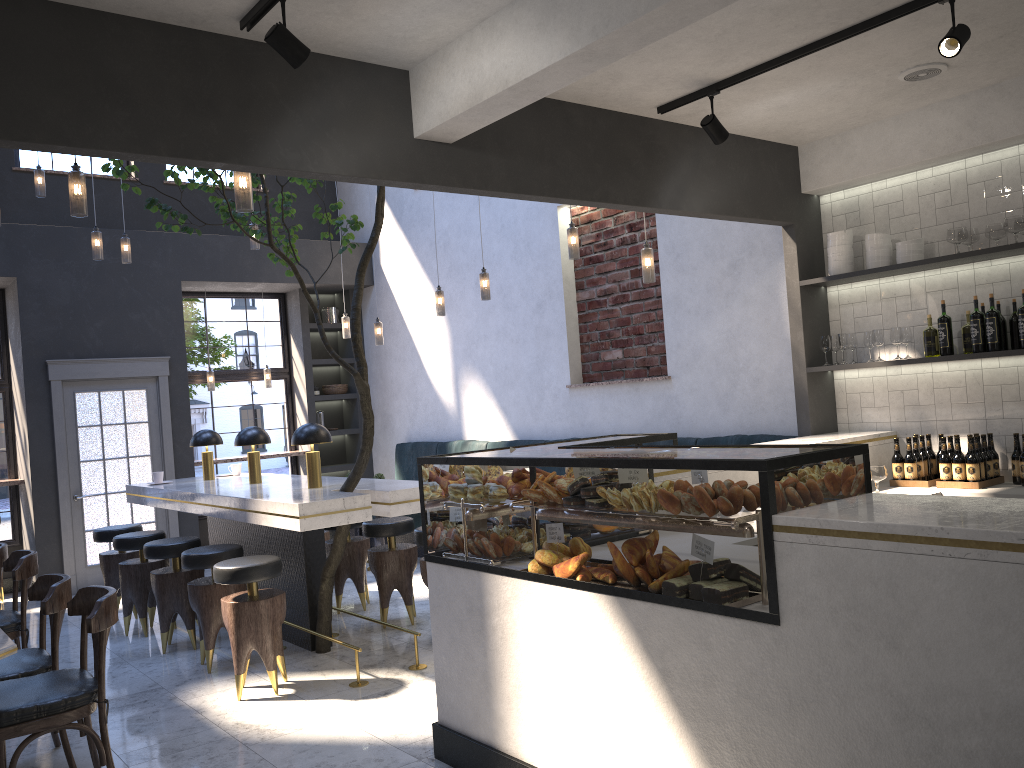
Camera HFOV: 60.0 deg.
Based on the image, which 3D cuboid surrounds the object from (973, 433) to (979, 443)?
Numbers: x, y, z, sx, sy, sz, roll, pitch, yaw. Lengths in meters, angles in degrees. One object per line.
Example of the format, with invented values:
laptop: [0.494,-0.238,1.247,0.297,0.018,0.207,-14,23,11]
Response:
object: [2.632,0.419,5.006,0.069,0.279,0.070,-5,-1,29]

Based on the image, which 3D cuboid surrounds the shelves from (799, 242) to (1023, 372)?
shelves: [3.058,-0.479,4.282,0.300,0.580,3.602,-4,-1,-38]

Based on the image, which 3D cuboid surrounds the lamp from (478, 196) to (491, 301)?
lamp: [-0.366,-2.727,7.200,0.078,4.104,0.078,-4,-1,15]

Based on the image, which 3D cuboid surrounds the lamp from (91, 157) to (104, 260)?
lamp: [-3.451,-3.038,7.082,0.078,4.104,0.078,-5,-1,37]

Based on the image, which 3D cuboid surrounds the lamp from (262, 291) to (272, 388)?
lamp: [-2.858,-0.667,10.216,0.078,1.429,0.078,-4,-1,-8]

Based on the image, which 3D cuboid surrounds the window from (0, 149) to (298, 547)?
window: [-0.751,-1.482,4.431,6.403,5.364,12.715,-4,-1,-38]

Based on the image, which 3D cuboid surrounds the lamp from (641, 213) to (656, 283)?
lamp: [0.738,-2.706,5.779,0.078,4.104,0.078,-5,-1,37]

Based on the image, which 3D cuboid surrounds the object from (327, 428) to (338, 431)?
object: [-2.141,0.545,10.590,0.130,0.026,0.130,-5,-1,35]

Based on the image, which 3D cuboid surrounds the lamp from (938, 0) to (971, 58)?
lamp: [1.726,-1.387,3.467,0.157,0.235,0.087,-4,-1,-44]

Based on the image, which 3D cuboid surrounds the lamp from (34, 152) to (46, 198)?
lamp: [-4.089,-3.613,7.423,0.078,4.104,0.078,-5,-1,37]

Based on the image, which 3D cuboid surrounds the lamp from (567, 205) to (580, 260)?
lamp: [0.291,-2.938,6.335,0.078,4.104,0.078,-5,-1,37]

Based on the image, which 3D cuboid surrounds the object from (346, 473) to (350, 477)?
object: [-1.632,0.975,9.012,0.122,0.165,0.118,-5,-1,30]

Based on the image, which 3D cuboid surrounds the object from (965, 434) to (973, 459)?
object: [2.572,0.422,4.960,0.070,0.279,0.069,-4,-1,-31]

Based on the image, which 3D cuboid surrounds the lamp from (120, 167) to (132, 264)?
lamp: [-3.539,-3.110,7.812,0.078,4.104,0.078,-5,-1,37]

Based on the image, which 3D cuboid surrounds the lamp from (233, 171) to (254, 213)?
lamp: [-1.382,-2.840,4.089,0.078,4.104,0.078,-4,-1,-8]

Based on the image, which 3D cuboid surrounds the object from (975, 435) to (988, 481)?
object: [2.559,0.421,4.855,0.070,0.279,0.069,-4,-1,-36]

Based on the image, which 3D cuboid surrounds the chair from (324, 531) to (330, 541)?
chair: [-1.708,1.416,7.402,0.372,0.737,0.370,-4,-1,6]

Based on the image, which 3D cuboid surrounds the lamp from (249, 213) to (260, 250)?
lamp: [-2.448,-3.252,7.938,0.078,4.104,0.078,-5,-1,37]

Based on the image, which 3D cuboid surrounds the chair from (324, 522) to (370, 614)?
chair: [-1.281,1.374,6.847,0.372,0.737,0.370,-4,-1,6]

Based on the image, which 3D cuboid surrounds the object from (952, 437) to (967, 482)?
object: [2.454,0.430,4.869,0.069,0.279,0.070,-5,-1,29]

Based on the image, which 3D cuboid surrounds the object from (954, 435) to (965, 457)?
object: [2.528,0.427,5.018,0.069,0.279,0.070,-5,-1,29]

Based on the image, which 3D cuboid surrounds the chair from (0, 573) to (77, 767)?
chair: [-2.250,1.334,3.996,0.521,0.851,0.539,-4,-1,-36]

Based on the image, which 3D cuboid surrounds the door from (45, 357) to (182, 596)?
door: [-3.865,0.860,8.673,1.131,2.219,0.152,-4,-1,-38]

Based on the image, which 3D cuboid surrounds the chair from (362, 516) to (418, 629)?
chair: [-0.853,1.331,6.292,0.372,0.737,0.370,-4,-1,6]

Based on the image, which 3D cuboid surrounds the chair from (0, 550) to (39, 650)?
chair: [-2.935,1.404,4.984,0.521,0.851,0.539,-4,-1,-36]

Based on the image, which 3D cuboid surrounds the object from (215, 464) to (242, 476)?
object: [-2.441,0.745,7.680,0.301,0.097,0.175,-5,-1,43]

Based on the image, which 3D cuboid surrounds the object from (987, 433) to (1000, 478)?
object: [2.678,0.414,4.947,0.069,0.279,0.070,-4,-1,-16]

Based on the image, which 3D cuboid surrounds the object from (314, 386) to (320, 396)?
object: [-2.346,0.084,10.554,0.117,0.119,0.116,-5,-1,29]

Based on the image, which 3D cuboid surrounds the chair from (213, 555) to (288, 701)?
chair: [-1.449,1.351,4.945,0.372,0.737,0.370,-4,-1,6]

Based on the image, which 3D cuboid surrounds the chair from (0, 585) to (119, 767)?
chair: [-1.850,1.296,3.575,0.521,0.851,0.539,-4,-1,-36]

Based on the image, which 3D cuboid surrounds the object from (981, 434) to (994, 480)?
object: [2.617,0.418,4.902,0.069,0.279,0.070,-4,-1,14]

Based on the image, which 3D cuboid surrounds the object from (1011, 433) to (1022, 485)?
object: [2.761,0.408,4.837,0.070,0.279,0.069,-4,-1,-6]

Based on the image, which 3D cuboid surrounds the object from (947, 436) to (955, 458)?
object: [2.468,0.431,4.973,0.070,0.279,0.069,-4,-1,-36]

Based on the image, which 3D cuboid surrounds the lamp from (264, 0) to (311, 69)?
lamp: [-0.773,-1.207,3.041,0.157,0.238,0.087,-4,-1,-44]

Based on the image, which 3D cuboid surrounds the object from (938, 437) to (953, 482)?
object: [2.408,0.434,4.928,0.069,0.279,0.070,-4,-1,14]

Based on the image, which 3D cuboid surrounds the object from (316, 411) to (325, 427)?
object: [-2.273,0.442,10.529,0.098,0.248,0.098,-4,-1,2]

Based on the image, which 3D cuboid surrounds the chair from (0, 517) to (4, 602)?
chair: [-4.892,1.629,8.158,0.370,0.821,0.372,-4,-1,15]

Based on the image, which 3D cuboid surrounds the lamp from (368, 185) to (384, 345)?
lamp: [-1.437,-2.425,8.610,0.078,4.104,0.078,-5,-1,37]

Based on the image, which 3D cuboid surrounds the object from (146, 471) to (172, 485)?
object: [-2.899,0.771,7.285,0.175,0.098,0.204,-4,-1,-33]

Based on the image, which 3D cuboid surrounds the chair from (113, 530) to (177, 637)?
chair: [-2.742,1.479,6.591,0.372,0.737,0.370,-5,-1,43]

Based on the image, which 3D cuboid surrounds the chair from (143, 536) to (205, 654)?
chair: [-2.296,1.436,6.061,0.372,0.737,0.370,-4,-1,6]

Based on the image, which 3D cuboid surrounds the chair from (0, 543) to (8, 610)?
chair: [-3.369,1.446,5.444,0.521,0.851,0.539,-4,-1,-44]

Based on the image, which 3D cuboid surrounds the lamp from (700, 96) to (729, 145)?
lamp: [1.007,-1.314,4.419,0.157,0.235,0.087,-4,-1,-44]

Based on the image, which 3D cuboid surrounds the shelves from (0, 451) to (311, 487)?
shelves: [-4.187,0.911,9.092,4.401,0.043,0.384,-4,-1,-38]

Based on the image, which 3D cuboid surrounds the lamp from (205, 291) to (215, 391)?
lamp: [-3.376,-0.635,9.814,0.078,1.429,0.078,-4,-1,15]

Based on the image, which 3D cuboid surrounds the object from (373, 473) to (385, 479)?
object: [-1.277,0.939,8.552,0.122,0.165,0.118,-5,-1,30]

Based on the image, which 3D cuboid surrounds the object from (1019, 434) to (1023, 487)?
object: [2.748,0.407,4.733,0.070,0.279,0.069,-4,-1,-31]

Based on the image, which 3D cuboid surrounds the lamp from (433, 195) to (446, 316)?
lamp: [-0.772,-2.638,7.732,0.078,4.104,0.078,-4,-1,15]

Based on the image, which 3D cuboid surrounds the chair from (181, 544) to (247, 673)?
chair: [-1.843,1.392,5.529,0.372,0.737,0.370,-4,-1,-10]

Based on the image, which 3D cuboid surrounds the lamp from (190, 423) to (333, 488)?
lamp: [-0.273,-1.088,3.219,8.838,3.256,4.181,-5,-1,36]

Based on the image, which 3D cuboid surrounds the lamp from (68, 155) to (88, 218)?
lamp: [-2.323,-2.889,4.463,0.078,4.104,0.078,-4,-1,-8]

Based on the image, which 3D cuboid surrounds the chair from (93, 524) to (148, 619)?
chair: [-3.158,1.522,7.165,0.372,0.737,0.370,-4,-1,6]

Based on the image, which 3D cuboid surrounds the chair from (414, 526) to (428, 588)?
chair: [-0.426,1.288,5.737,0.372,0.737,0.370,-4,-1,6]

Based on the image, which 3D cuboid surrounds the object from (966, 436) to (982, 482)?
object: [2.501,0.425,4.809,0.069,0.279,0.070,-5,-1,39]

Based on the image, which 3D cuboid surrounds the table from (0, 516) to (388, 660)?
table: [-1.888,1.399,6.167,4.598,0.751,4.832,-4,-1,-38]

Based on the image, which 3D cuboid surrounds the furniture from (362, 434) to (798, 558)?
furniture: [-1.928,1.203,6.205,6.019,1.151,5.343,-4,-1,-38]

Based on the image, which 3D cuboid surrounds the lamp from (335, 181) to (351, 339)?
lamp: [-1.852,-2.518,9.136,0.078,4.104,0.078,-5,-1,37]
